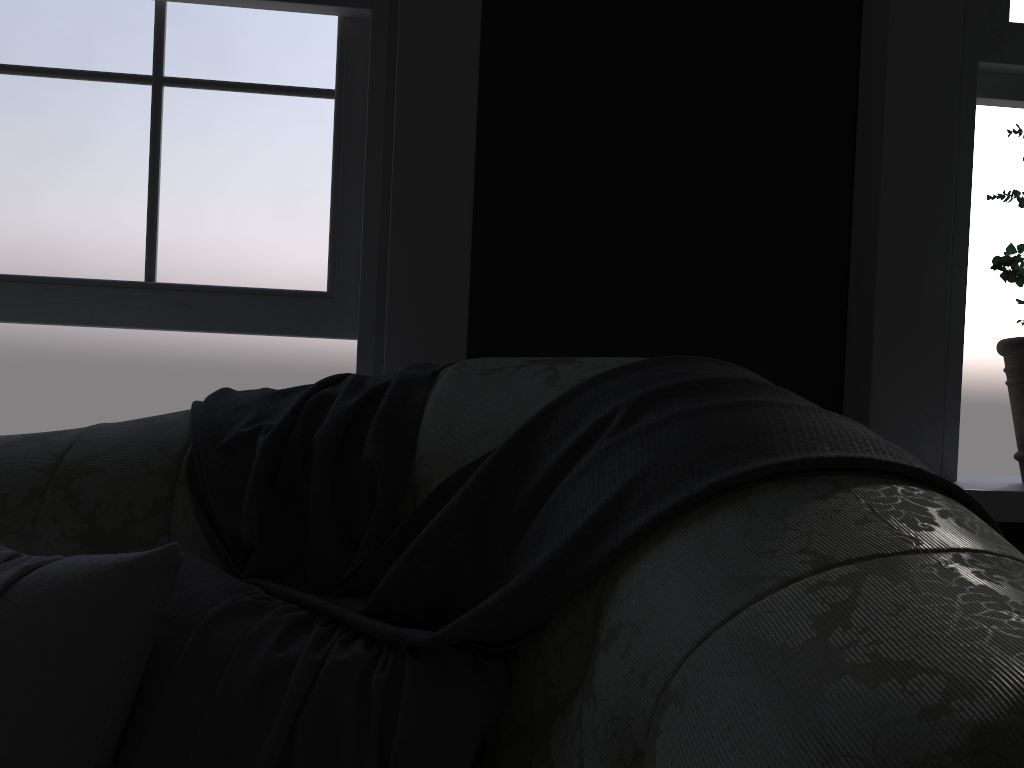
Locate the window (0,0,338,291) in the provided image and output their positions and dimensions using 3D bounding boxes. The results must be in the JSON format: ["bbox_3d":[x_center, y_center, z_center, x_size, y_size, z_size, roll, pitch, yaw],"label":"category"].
[{"bbox_3d":[-0.982,-1.042,1.921,1.263,1.672,0.056,2,1,-6],"label":"window"}]

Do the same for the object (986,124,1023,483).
[{"bbox_3d":[1.336,-0.325,2.018,0.474,1.134,0.505,3,1,34],"label":"object"}]

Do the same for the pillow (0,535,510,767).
[{"bbox_3d":[-0.487,0.403,1.074,0.964,0.461,0.405,3,0,2],"label":"pillow"}]

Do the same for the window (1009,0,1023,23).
[{"bbox_3d":[1.790,-1.246,2.196,1.263,1.017,0.056,3,1,-6],"label":"window"}]

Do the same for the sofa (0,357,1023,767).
[{"bbox_3d":[-1.011,0.489,1.071,2.813,1.161,1.606,3,0,-5],"label":"sofa"}]

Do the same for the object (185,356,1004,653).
[{"bbox_3d":[-0.052,0.246,1.266,1.366,0.585,0.517,2,0,43],"label":"object"}]
